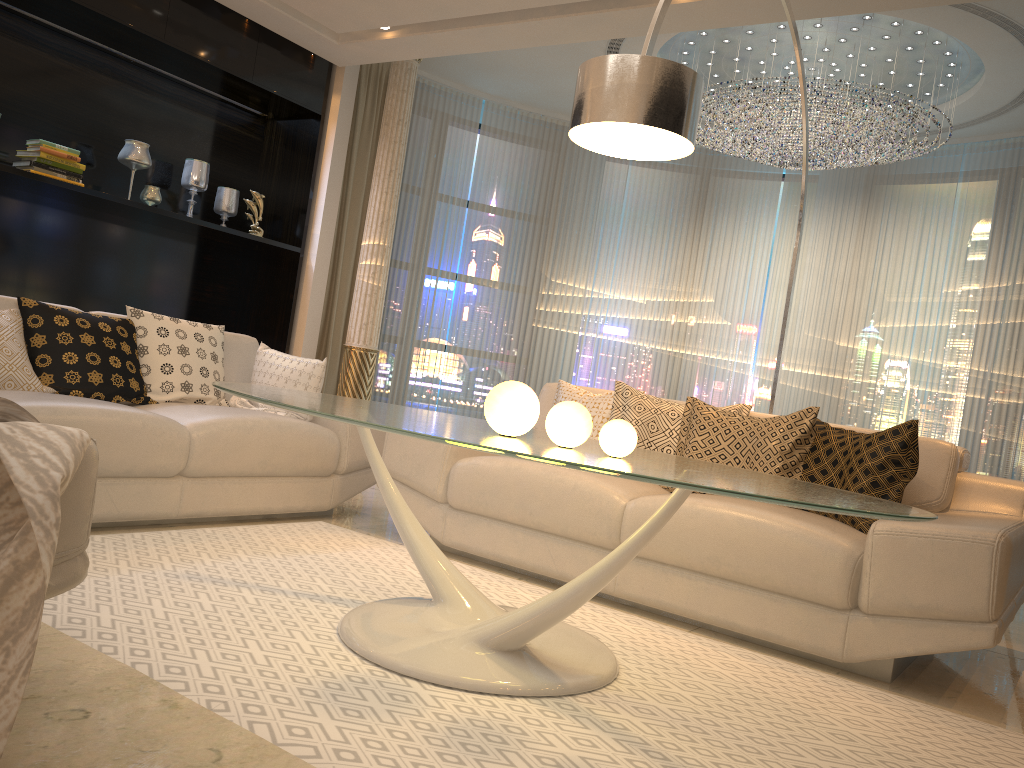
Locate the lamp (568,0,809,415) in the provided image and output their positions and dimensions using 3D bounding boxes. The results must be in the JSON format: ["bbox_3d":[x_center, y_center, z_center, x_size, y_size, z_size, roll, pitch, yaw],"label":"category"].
[{"bbox_3d":[0.777,-0.432,3.432,0.393,2.519,2.009,9,0,34],"label":"lamp"}]

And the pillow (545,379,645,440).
[{"bbox_3d":[0.327,0.186,3.871,0.463,0.380,0.222,9,0,38],"label":"pillow"}]

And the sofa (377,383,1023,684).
[{"bbox_3d":[0.702,0.450,3.527,2.328,0.754,1.145,9,0,34],"label":"sofa"}]

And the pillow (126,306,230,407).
[{"bbox_3d":[-1.441,-0.103,3.920,0.255,0.399,0.526,9,0,34],"label":"pillow"}]

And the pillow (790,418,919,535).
[{"bbox_3d":[1.207,0.316,3.189,0.301,0.436,0.575,9,0,-25],"label":"pillow"}]

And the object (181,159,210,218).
[{"bbox_3d":[-2.052,-1.217,5.701,0.156,0.426,0.156,9,0,39],"label":"object"}]

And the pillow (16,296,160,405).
[{"bbox_3d":[-1.660,-0.122,3.516,0.323,0.355,0.524,9,0,34],"label":"pillow"}]

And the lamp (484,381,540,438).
[{"bbox_3d":[0.000,0.063,2.277,0.143,0.143,0.143,9,0,18],"label":"lamp"}]

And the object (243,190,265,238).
[{"bbox_3d":[-1.686,-1.108,5.810,0.116,0.293,0.182,9,0,31],"label":"object"}]

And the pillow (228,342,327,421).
[{"bbox_3d":[-1.076,-0.019,4.018,0.521,0.325,0.281,9,0,43],"label":"pillow"}]

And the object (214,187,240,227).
[{"bbox_3d":[-1.912,-1.141,5.912,0.147,0.317,0.147,9,0,36],"label":"object"}]

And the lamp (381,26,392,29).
[{"bbox_3d":[-0.746,-2.151,5.201,0.107,0.127,0.107,9,0,15],"label":"lamp"}]

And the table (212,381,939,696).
[{"bbox_3d":[-0.059,0.412,2.390,2.140,0.565,0.999,9,0,33],"label":"table"}]

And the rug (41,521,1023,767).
[{"bbox_3d":[-0.089,0.706,2.368,2.900,0.020,1.661,9,0,34],"label":"rug"}]

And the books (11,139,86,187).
[{"bbox_3d":[-2.488,-1.183,4.786,0.260,0.197,0.296,9,0,37],"label":"books"}]

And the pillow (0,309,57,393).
[{"bbox_3d":[-1.910,-0.124,3.131,0.351,0.329,0.521,9,0,34],"label":"pillow"}]

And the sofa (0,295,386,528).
[{"bbox_3d":[-1.620,0.093,3.542,1.145,0.754,2.328,9,0,34],"label":"sofa"}]

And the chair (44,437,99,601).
[{"bbox_3d":[-1.313,0.023,1.301,1.027,0.991,0.983,9,0,33],"label":"chair"}]

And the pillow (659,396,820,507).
[{"bbox_3d":[0.891,0.267,3.434,0.575,0.436,0.301,9,0,40],"label":"pillow"}]

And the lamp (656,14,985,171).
[{"bbox_3d":[1.986,-1.817,6.013,2.109,0.685,2.109,9,0,-11],"label":"lamp"}]

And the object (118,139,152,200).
[{"bbox_3d":[-2.240,-1.236,5.238,0.181,0.381,0.181,9,0,28],"label":"object"}]

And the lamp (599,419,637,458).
[{"bbox_3d":[0.251,0.129,2.104,0.090,0.091,0.090,9,0,-6],"label":"lamp"}]

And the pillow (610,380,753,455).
[{"bbox_3d":[0.669,0.238,3.673,0.587,0.429,0.288,9,0,9],"label":"pillow"}]

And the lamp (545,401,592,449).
[{"bbox_3d":[0.140,0.099,2.181,0.115,0.115,0.115,9,0,-31],"label":"lamp"}]

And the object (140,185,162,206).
[{"bbox_3d":[-2.176,-1.111,5.340,0.119,0.154,0.119,9,0,44],"label":"object"}]

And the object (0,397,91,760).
[{"bbox_3d":[-1.144,0.250,1.231,0.972,0.580,1.347,9,0,-19],"label":"object"}]
